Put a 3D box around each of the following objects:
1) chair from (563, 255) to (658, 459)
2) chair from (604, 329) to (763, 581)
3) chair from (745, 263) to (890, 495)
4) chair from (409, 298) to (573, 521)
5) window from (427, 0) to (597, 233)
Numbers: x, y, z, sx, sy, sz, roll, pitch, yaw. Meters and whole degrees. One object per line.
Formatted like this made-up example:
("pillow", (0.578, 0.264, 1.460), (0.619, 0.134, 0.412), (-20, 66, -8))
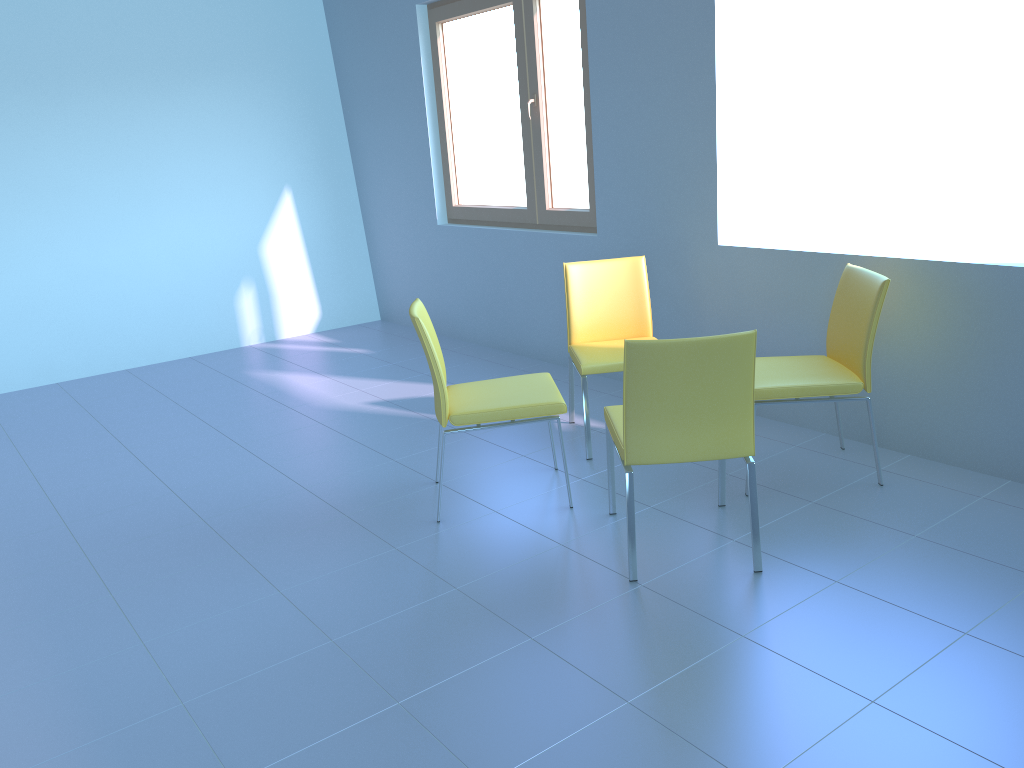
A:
("chair", (0.428, -0.128, 3.565), (0.387, 0.695, 0.484), (-6, 16, -4))
("chair", (0.488, 0.146, 2.603), (0.387, 0.699, 0.484), (-4, 16, 1))
("chair", (1.001, -0.030, 3.065), (0.484, 0.695, 0.387), (-4, 16, 1))
("chair", (-0.078, 0.056, 3.070), (0.484, 0.695, 0.387), (-6, 16, -4))
("window", (-0.012, -1.473, 4.764), (0.142, 1.263, 1.475), (-16, 19, -34))
